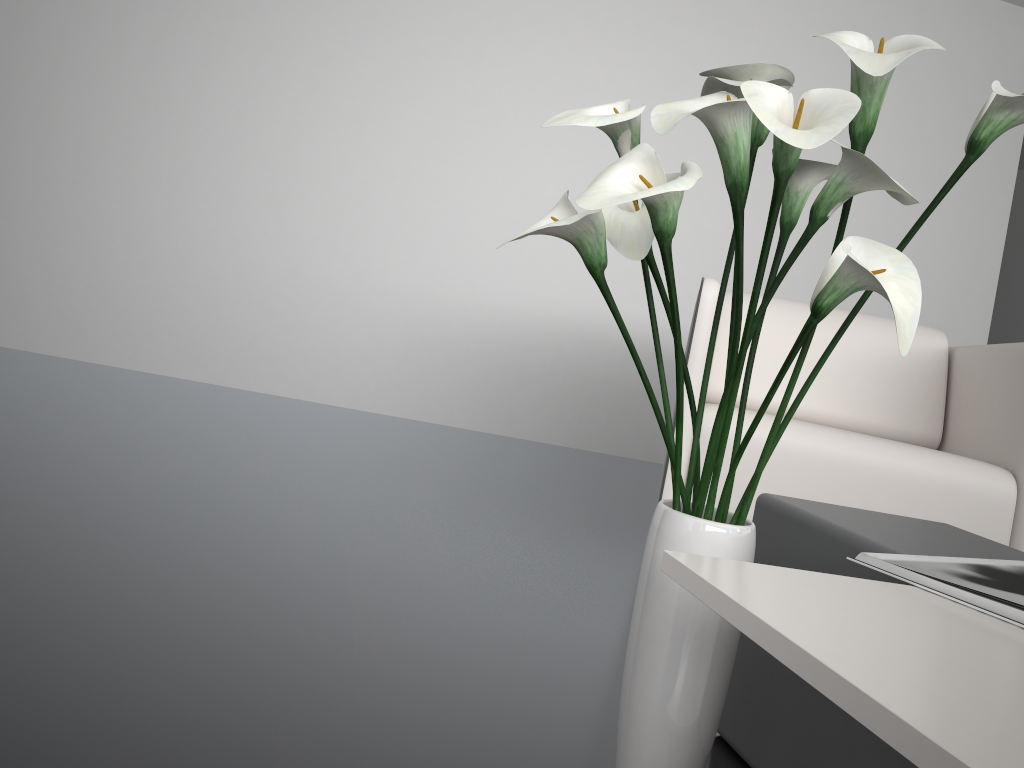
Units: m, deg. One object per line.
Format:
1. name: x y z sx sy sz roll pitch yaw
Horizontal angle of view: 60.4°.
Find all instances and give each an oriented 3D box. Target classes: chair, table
1. chair: 0.815 0.106 2.294 0.771 0.664 0.914 12 1 12
2. table: 0.351 0.366 0.249 0.296 0.314 0.975 12 3 -16
3. table: 0.588 0.394 0.573 0.296 0.314 1.265 12 3 -15

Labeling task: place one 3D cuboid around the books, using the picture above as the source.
1. books: 0.599 0.221 0.668 0.354 0.017 0.554 9 4 -33

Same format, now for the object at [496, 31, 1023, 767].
1. object: 0.195 0.049 0.829 0.442 0.801 0.380 12 -2 -30
